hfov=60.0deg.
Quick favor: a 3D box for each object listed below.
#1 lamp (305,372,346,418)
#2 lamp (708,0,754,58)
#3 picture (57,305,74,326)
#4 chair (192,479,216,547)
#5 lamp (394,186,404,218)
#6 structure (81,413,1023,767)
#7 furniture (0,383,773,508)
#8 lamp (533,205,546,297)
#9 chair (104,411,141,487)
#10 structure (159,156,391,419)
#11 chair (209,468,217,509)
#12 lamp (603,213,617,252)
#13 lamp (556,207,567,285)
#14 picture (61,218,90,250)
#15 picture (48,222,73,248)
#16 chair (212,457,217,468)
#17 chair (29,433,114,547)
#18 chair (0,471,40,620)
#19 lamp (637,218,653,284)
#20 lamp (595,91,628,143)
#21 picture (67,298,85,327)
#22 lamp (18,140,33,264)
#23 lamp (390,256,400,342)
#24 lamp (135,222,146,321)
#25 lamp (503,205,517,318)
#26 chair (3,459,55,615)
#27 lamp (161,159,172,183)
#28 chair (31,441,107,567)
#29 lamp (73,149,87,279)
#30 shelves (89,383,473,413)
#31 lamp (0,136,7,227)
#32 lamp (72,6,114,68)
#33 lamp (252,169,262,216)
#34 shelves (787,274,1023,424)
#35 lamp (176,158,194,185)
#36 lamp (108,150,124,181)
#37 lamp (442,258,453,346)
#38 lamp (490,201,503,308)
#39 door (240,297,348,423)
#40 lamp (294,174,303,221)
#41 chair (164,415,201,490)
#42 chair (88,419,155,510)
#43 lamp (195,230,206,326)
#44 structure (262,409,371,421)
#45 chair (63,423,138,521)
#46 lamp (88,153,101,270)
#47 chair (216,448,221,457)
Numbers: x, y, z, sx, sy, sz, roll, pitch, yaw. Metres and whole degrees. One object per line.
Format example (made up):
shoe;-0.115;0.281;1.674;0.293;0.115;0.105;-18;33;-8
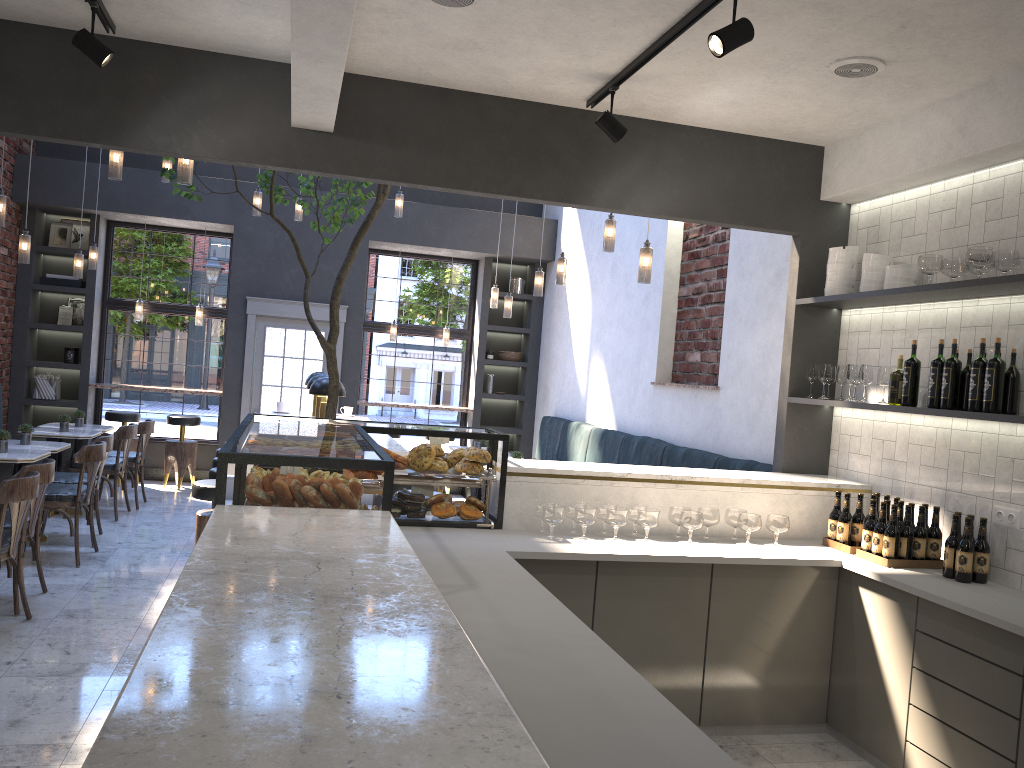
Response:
lamp;-1.203;-1.227;3.597;4.184;3.257;8.831;4;1;-31
lamp;0.747;-1.221;3.011;0.157;0.235;0.087;4;1;-20
picture;-5.119;-0.781;10.165;0.161;0.227;0.049;4;1;-14
chair;-1.916;1.010;5.790;0.371;0.737;0.370;5;1;29
lamp;-0.957;-3.685;8.651;0.078;4.106;0.078;4;1;-29
structure;0.918;0.993;1.890;3.206;1.300;5.803;4;1;-14
furniture;-1.820;0.794;7.125;6.022;1.151;5.339;4;1;-14
lamp;0.388;-2.827;7.831;0.078;4.106;0.078;5;2;38
chair;-4.403;0.726;9.983;0.371;0.821;0.370;5;1;39
structure;-1.153;-1.567;6.259;3.743;5.990;2.807;5;1;29
chair;-2.043;0.992;6.484;0.372;0.737;0.370;5;1;13
lamp;0.828;-2.966;6.113;0.078;4.106;0.078;4;1;-29
lamp;0.553;-2.854;7.179;0.078;4.106;0.078;5;2;38
picture;-4.991;-1.699;10.175;0.361;0.369;0.055;4;1;-14
picture;-5.145;-1.685;10.102;0.230;0.313;0.061;4;1;-14
chair;-2.243;0.969;7.154;0.371;0.737;0.370;5;1;29
chair;-3.465;0.816;7.017;0.521;0.851;0.538;4;1;-20
chair;-2.825;0.893;4.694;0.521;0.851;0.538;4;1;-13
lamp;0.974;-2.670;5.441;0.078;4.106;0.078;4;1;-29
lamp;0.471;-1.256;4.173;0.157;0.235;0.087;4;1;-20
picture;-4.996;-0.822;10.220;0.247;0.326;0.044;4;1;-14
lamp;-3.615;-2.978;6.805;0.078;4.106;0.078;4;1;-7
lamp;-1.411;-1.235;10.893;0.078;1.429;0.078;5;2;38
lamp;-4.241;-1.445;10.184;0.078;1.429;0.078;5;1;16
lamp;0.110;-2.715;8.912;0.078;4.106;0.078;4;1;-29
chair;-3.022;0.872;5.240;0.521;0.851;0.538;4;1;-13
lamp;-2.871;-3.818;7.726;0.078;4.106;0.078;4;1;-29
chair;-3.252;0.840;6.420;0.521;0.851;0.538;4;1;-13
lamp;-3.772;-3.004;7.982;0.078;4.106;0.078;4;1;-29
shelves;-2.655;0.171;10.648;4.403;0.043;0.384;4;1;-14
lamp;-3.445;-3.152;6.177;0.078;4.106;0.078;4;1;-7
lamp;-1.710;-1.420;3.626;0.157;0.238;0.087;4;1;-20
lamp;-2.240;-3.627;8.280;0.078;4.106;0.078;4;1;-29
shelves;2.151;-0.122;3.281;0.300;0.580;3.599;4;1;-14
lamp;-1.605;-3.125;4.730;0.078;4.106;0.078;5;1;16
lamp;-2.299;-3.314;5.443;0.078;4.106;0.078;5;1;16
lamp;-0.775;-1.187;11.053;0.078;1.429;0.078;5;1;16
lamp;-0.039;-2.868;9.554;0.078;4.106;0.078;4;1;-29
door;-2.526;0.167;10.133;1.132;2.219;0.152;4;1;-14
lamp;-2.015;-3.710;8.978;0.078;4.106;0.078;4;1;-29
chair;-3.772;0.773;10.117;0.370;0.821;0.372;5;1;39
chair;-3.817;0.769;8.709;0.521;0.851;0.496;4;1;-15
lamp;-3.605;-1.398;10.344;0.078;1.429;0.078;5;2;38
structure;-1.604;0.859;7.250;0.990;1.050;3.489;4;1;-14
chair;-3.744;0.781;8.131;0.521;0.851;0.538;4;1;-13
lamp;-3.900;-3.155;8.535;0.078;4.106;0.078;4;1;-29
chair;-2.439;0.946;7.819;0.370;0.737;0.371;4;1;-23
